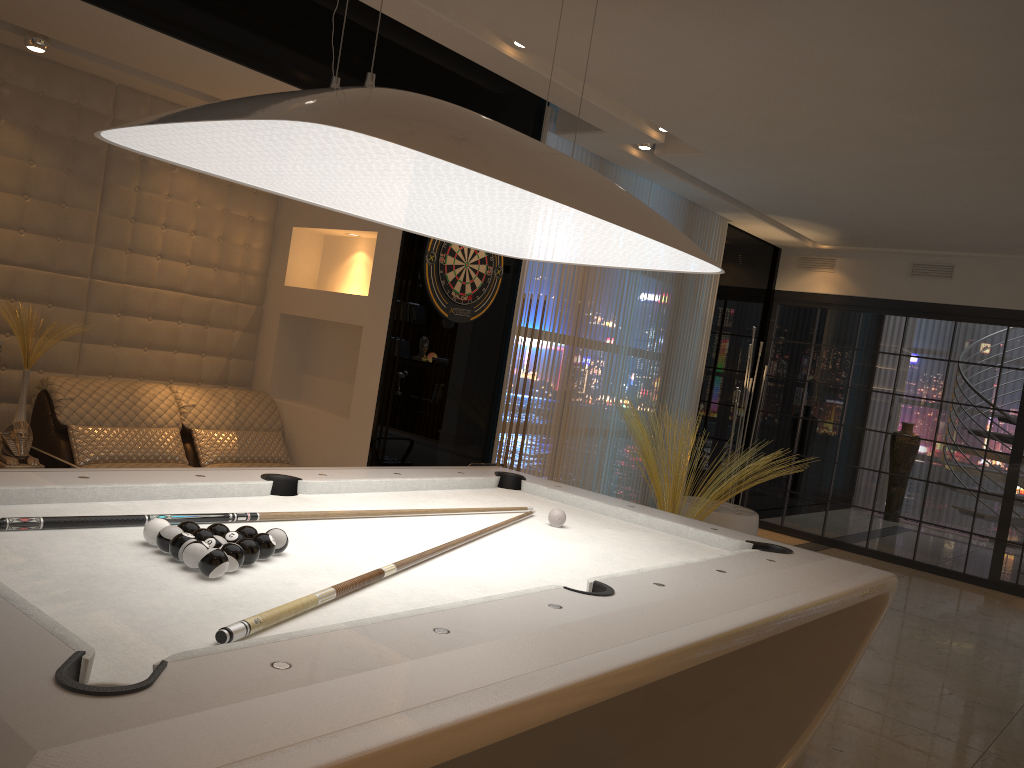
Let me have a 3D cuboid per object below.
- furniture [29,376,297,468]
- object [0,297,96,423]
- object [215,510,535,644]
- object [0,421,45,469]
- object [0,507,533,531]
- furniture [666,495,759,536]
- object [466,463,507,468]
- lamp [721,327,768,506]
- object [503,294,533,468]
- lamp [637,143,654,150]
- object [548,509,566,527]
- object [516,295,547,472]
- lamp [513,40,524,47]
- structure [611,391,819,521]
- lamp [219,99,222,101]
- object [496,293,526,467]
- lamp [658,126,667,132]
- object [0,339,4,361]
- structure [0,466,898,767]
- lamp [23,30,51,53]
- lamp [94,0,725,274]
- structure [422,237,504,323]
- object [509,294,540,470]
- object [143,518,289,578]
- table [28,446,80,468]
[{"bbox_3d":[-1.623,0.463,4.596,1.107,0.810,1.312,11,3,39],"label":"furniture"},{"bbox_3d":[-2.255,-0.029,4.202,0.388,0.718,0.390,10,3,30],"label":"object"},{"bbox_3d":[-0.190,0.405,2.135,0.028,0.026,1.605,10,2,19],"label":"object"},{"bbox_3d":[-2.149,0.252,3.803,0.344,0.217,0.155,11,3,39],"label":"object"},{"bbox_3d":[-0.487,0.348,2.370,0.028,0.026,1.605,11,3,44],"label":"object"},{"bbox_3d":[1.543,1.103,6.938,0.735,0.357,0.735,9,2,11],"label":"furniture"},{"bbox_3d":[-0.159,0.586,4.901,0.032,0.297,0.330,11,3,39],"label":"object"},{"bbox_3d":[1.979,0.412,7.696,0.200,1.801,0.418,11,3,39],"label":"lamp"},{"bbox_3d":[-0.017,0.307,4.813,0.026,1.605,0.027,9,2,-13],"label":"object"},{"bbox_3d":[0.840,-1.533,5.555,0.107,0.127,0.107,8,3,-32],"label":"lamp"},{"bbox_3d":[0.141,0.418,2.772,0.057,0.057,0.057,9,2,9],"label":"object"},{"bbox_3d":[0.057,0.320,4.753,0.026,1.605,0.027,9,2,-13],"label":"object"},{"bbox_3d":[0.055,-1.597,4.025,0.107,0.127,0.107,10,2,20],"label":"lamp"},{"bbox_3d":[1.256,0.698,5.988,1.282,1.142,1.275,9,2,-5],"label":"structure"},{"bbox_3d":[-1.500,-1.470,4.667,0.107,0.127,0.107,10,2,20],"label":"lamp"},{"bbox_3d":[-0.053,0.300,4.843,0.026,1.605,0.027,9,2,-13],"label":"object"},{"bbox_3d":[0.884,-1.506,5.061,0.107,0.127,0.107,8,3,-32],"label":"lamp"},{"bbox_3d":[-2.488,0.035,4.015,0.124,0.522,0.247,11,3,39],"label":"object"},{"bbox_3d":[-0.318,0.757,2.284,1.659,0.812,2.912,11,3,39],"label":"structure"},{"bbox_3d":[-2.098,-1.536,3.923,0.107,0.127,0.107,10,2,20],"label":"lamp"},{"bbox_3d":[-0.067,-0.916,2.227,0.939,0.995,1.578,11,3,39],"label":"lamp"},{"bbox_3d":[-0.268,-0.682,5.067,0.048,0.669,0.669,11,3,39],"label":"structure"},{"bbox_3d":[0.020,0.312,4.783,0.026,1.605,0.027,9,2,-13],"label":"object"},{"bbox_3d":[-0.646,0.329,1.852,0.265,0.057,0.299,10,2,14],"label":"object"},{"bbox_3d":[-2.244,0.575,3.858,1.143,0.457,0.608,11,3,39],"label":"table"}]
